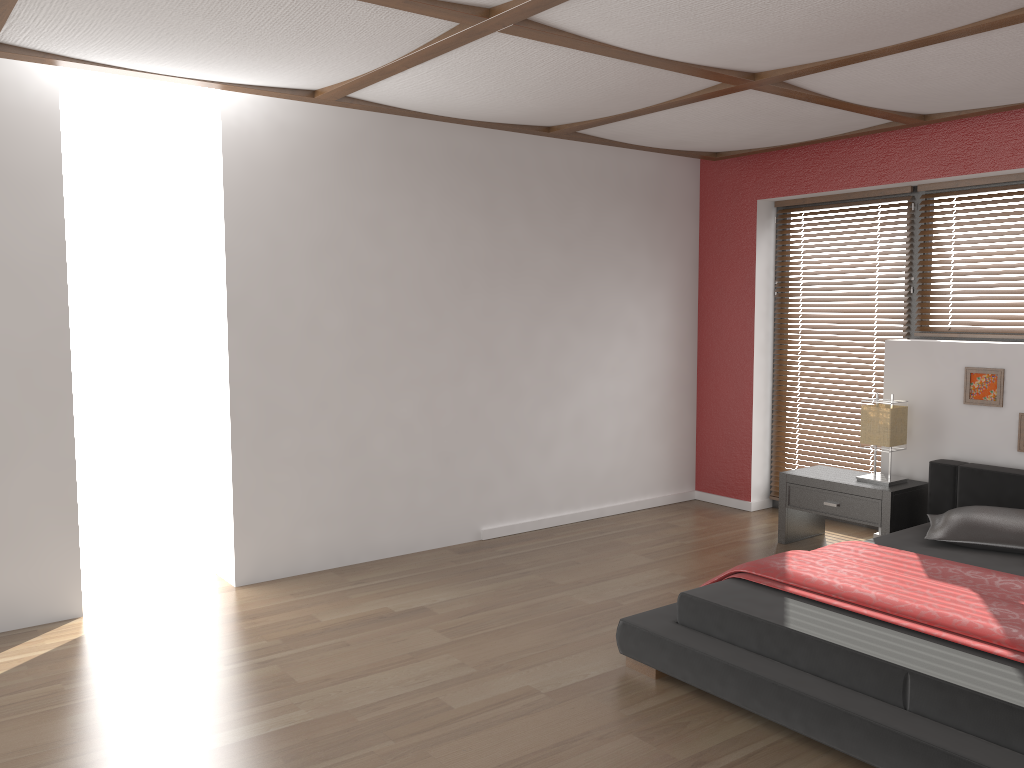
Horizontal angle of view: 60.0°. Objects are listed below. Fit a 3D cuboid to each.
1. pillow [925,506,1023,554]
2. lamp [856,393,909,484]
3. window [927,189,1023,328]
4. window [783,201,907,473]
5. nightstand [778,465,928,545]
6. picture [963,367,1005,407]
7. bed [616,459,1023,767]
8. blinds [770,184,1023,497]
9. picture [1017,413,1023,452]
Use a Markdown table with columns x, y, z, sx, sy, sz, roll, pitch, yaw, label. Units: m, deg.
| x | y | z | sx | sy | sz | roll | pitch | yaw | label |
| --- | --- | --- | --- | --- | --- | --- | --- | --- | --- |
| 2.283 | 0.665 | 4.035 | 0.745 | 0.172 | 0.418 | 3 | 6 | 28 | pillow |
| 2.063 | 0.292 | 4.926 | 0.200 | 0.480 | 0.200 | -4 | 6 | -37 | lamp |
| 3.299 | -0.620 | 4.122 | 0.020 | 0.786 | 2.817 | -4 | 6 | -37 | window |
| 2.132 | -0.210 | 5.727 | 0.020 | 1.893 | 0.889 | -4 | 6 | -37 | window |
| 1.937 | 0.743 | 5.069 | 0.413 | 0.423 | 0.700 | -4 | 6 | -37 | nightstand |
| 2.487 | 0.015 | 4.676 | 0.010 | 0.200 | 0.200 | -4 | 6 | -37 | picture |
| 1.941 | 0.811 | 3.393 | 2.413 | 0.577 | 2.469 | -4 | 6 | -37 | bed |
| 3.244 | -0.040 | 4.134 | 0.032 | 1.952 | 4.840 | -4 | 6 | -37 | blinds |
| 2.658 | 0.254 | 4.468 | 0.010 | 0.200 | 0.200 | -4 | 6 | -37 | picture |
